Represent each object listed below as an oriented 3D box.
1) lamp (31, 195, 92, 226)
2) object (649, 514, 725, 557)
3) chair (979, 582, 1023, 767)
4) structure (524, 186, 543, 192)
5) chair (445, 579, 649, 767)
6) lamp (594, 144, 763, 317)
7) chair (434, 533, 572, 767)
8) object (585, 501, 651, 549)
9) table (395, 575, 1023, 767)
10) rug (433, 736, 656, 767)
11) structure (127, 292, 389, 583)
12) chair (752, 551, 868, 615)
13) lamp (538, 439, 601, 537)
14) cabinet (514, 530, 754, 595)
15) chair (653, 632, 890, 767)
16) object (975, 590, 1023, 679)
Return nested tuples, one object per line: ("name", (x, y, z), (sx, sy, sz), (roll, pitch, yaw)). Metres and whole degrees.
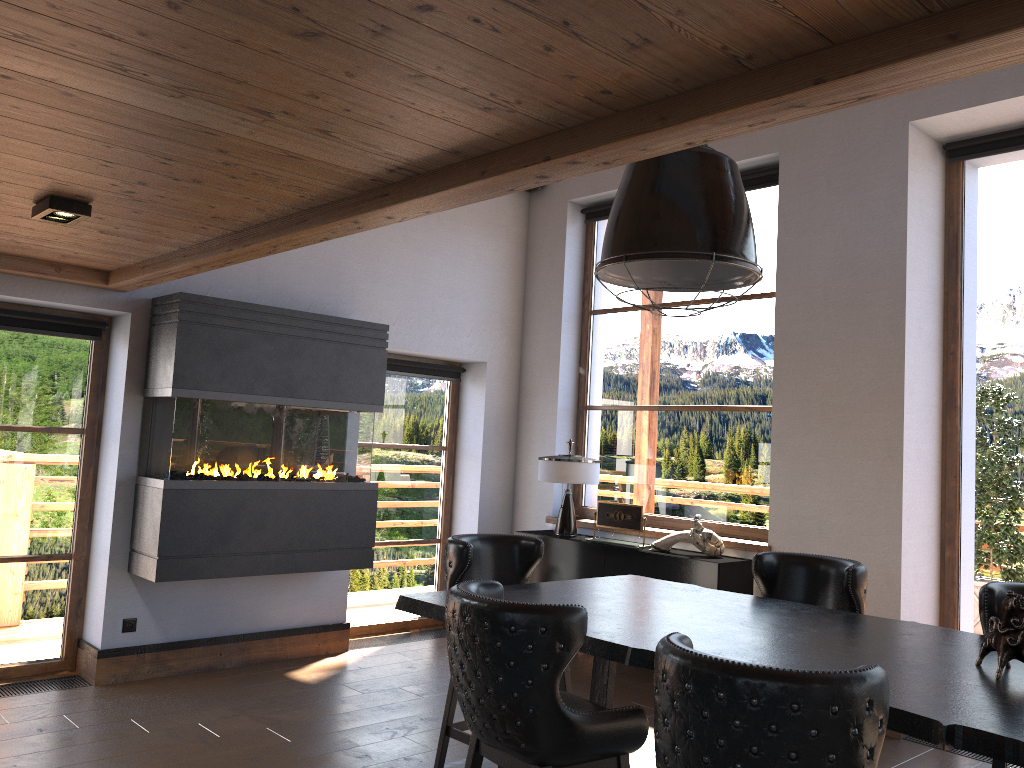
("lamp", (-1.821, -0.705, 3.583), (0.157, 0.068, 0.258), (7, -6, -43))
("object", (1.154, 0.992, 5.861), (0.497, 0.263, 0.181), (2, -5, 15))
("chair", (1.872, 1.272, 3.041), (0.499, 1.093, 0.573), (0, -5, 31))
("structure", (0.153, -1.828, 7.512), (0.216, 0.350, 0.211), (7, -6, -43))
("chair", (0.062, 1.154, 2.592), (0.574, 1.093, 0.498), (6, -6, -34))
("lamp", (0.738, -2.597, 3.502), (0.621, 4.691, 0.621), (3, -5, 2))
("chair", (-0.041, 1.227, 3.842), (0.510, 1.093, 0.561), (8, -6, -44))
("object", (0.754, 0.983, 6.239), (0.152, 0.288, 0.494), (7, -6, -43))
("table", (1.340, 1.289, 2.380), (1.445, 0.951, 3.750), (7, -6, -43))
("rug", (1.487, 1.732, 2.067), (2.580, 0.047, 5.563), (7, -5, -43))
("structure", (-1.566, 0.357, 5.684), (1.460, 1.651, 0.428), (7, -6, -43))
("chair", (1.188, 1.282, 3.705), (0.574, 1.093, 0.498), (8, -6, -44))
("lamp", (0.422, 0.774, 6.644), (0.475, 0.726, 0.464), (6, -6, -33))
("cabinet", (0.771, 1.456, 6.223), (0.407, 0.656, 1.844), (7, -6, -43))
("chair", (0.565, 1.127, 1.954), (0.499, 1.093, 0.573), (0, -5, 31))
("object", (1.420, 0.709, 2.539), (0.115, 0.254, 0.221), (2, -5, 10))
